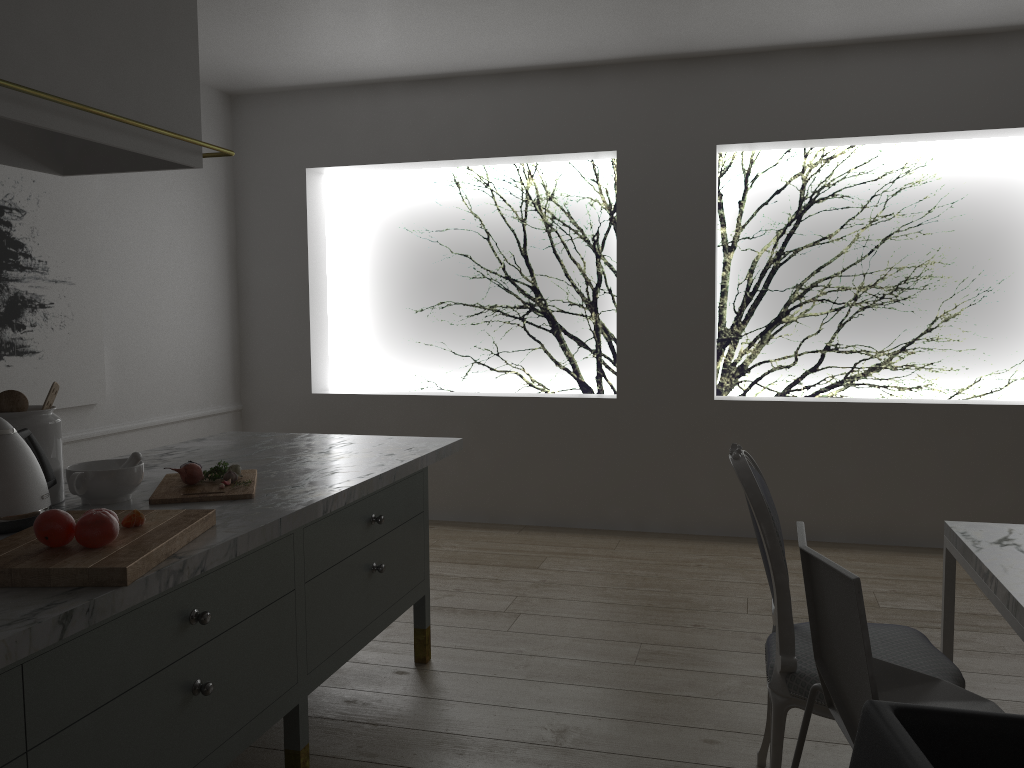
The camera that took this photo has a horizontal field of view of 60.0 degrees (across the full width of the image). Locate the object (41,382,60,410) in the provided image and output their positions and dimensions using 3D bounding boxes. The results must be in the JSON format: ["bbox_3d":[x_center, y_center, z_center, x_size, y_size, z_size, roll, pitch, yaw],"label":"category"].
[{"bbox_3d":[-1.031,0.128,1.916,0.054,0.262,0.149,2,5,30],"label":"object"}]

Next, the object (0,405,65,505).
[{"bbox_3d":[-1.076,0.158,1.934,0.174,0.208,0.174,2,5,33],"label":"object"}]

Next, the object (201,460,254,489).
[{"bbox_3d":[-0.685,0.220,2.095,0.116,0.058,0.224,-4,6,-39],"label":"object"}]

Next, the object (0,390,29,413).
[{"bbox_3d":[-1.054,0.133,1.909,0.061,0.251,0.117,-1,5,-5],"label":"object"}]

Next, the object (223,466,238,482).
[{"bbox_3d":[-0.670,0.214,2.112,0.034,0.037,0.033,-1,5,-7],"label":"object"}]

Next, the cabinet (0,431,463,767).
[{"bbox_3d":[-0.886,0.624,1.917,0.870,0.721,2.360,1,5,15],"label":"cabinet"}]

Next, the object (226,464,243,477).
[{"bbox_3d":[-0.675,0.213,2.151,0.037,0.036,0.035,0,5,3],"label":"object"}]

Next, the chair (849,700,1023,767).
[{"bbox_3d":[0.661,0.756,0.968,0.609,0.597,0.569,0,5,5],"label":"chair"}]

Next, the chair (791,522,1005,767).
[{"bbox_3d":[0.691,0.640,1.484,0.439,0.745,0.470,0,5,5],"label":"chair"}]

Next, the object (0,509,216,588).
[{"bbox_3d":[-0.724,0.276,1.535,0.290,0.030,0.400,0,5,0],"label":"object"}]

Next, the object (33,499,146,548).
[{"bbox_3d":[-0.712,0.225,1.523,0.135,0.079,0.194,0,5,4],"label":"object"}]

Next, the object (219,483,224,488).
[{"bbox_3d":[-0.668,0.234,2.035,0.015,0.010,0.028,-1,5,-11],"label":"object"}]

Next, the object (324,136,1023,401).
[{"bbox_3d":[1.817,0.874,4.726,10.834,8.324,0.001,1,5,15],"label":"object"}]

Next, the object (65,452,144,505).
[{"bbox_3d":[-0.899,0.204,1.964,0.159,0.110,0.172,-3,5,-30],"label":"object"}]

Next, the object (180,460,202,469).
[{"bbox_3d":[-0.784,0.210,2.172,0.049,0.039,0.057,0,5,12],"label":"object"}]

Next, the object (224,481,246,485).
[{"bbox_3d":[-0.654,0.231,2.087,0.059,0.008,0.043,-3,5,-33],"label":"object"}]

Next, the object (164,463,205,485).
[{"bbox_3d":[-0.766,0.212,2.073,0.090,0.051,0.050,-2,5,-22],"label":"object"}]

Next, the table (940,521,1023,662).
[{"bbox_3d":[1.314,0.721,1.360,0.870,0.583,1.781,1,5,15],"label":"table"}]

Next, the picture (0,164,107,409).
[{"bbox_3d":[-2.066,-0.513,3.234,0.039,1.315,1.545,1,5,15],"label":"picture"}]

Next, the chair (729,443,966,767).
[{"bbox_3d":[0.733,0.552,1.965,0.505,0.833,0.480,0,5,13],"label":"chair"}]

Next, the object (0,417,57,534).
[{"bbox_3d":[-0.984,0.160,1.723,0.204,0.236,0.178,-4,6,-38],"label":"object"}]

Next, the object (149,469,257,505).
[{"bbox_3d":[-0.722,0.241,2.103,0.220,0.012,0.330,-2,5,-15],"label":"object"}]

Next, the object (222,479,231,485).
[{"bbox_3d":[-0.665,0.228,2.072,0.013,0.017,0.030,1,5,24],"label":"object"}]
